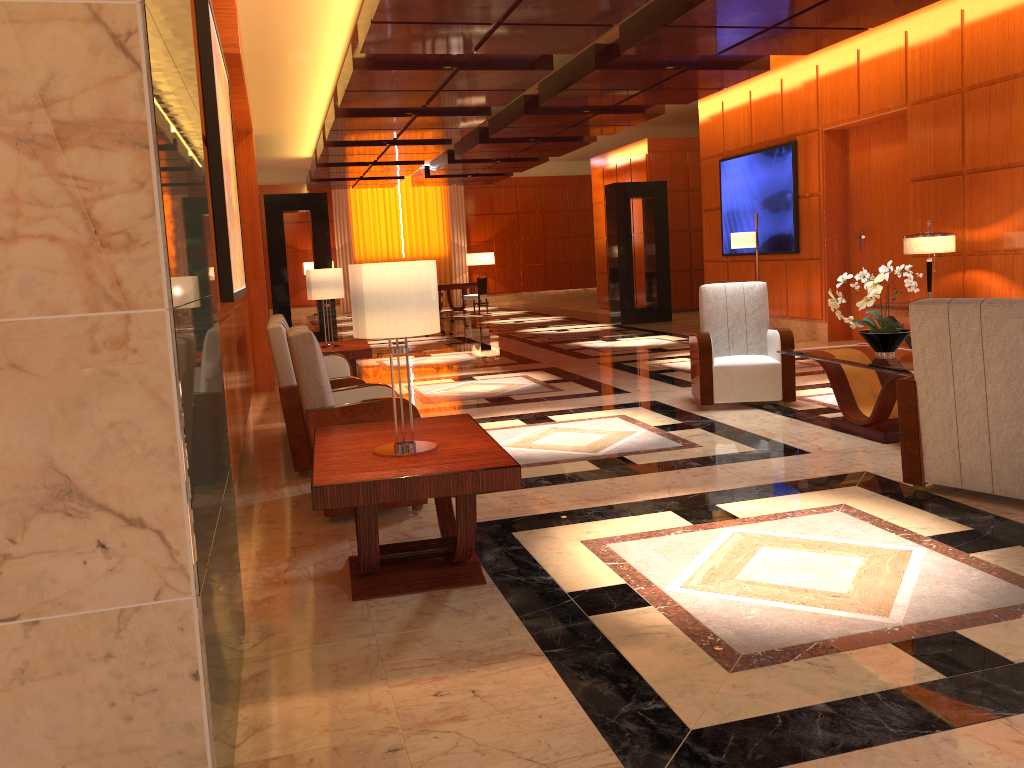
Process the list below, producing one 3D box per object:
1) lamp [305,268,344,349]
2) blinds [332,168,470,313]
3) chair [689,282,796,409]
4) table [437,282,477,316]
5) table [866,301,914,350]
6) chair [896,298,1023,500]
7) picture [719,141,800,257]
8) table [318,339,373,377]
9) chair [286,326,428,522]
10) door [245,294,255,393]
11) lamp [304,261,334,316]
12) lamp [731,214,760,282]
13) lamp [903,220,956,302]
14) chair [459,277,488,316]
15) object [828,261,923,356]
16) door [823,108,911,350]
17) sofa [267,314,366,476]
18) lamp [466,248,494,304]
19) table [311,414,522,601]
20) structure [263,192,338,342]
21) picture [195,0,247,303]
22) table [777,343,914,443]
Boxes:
[{"bbox_3d":[3.484,-0.497,4.682,13.003,0.732,0.336,2,8,35],"label":"lamp"},{"bbox_3d":[-3.229,-4.239,25.976,3.856,4.048,0.149,-5,6,-15],"label":"blinds"},{"bbox_3d":[1.837,-0.332,7.157,0.737,0.957,0.631,-3,6,4],"label":"chair"},{"bbox_3d":[-1.652,-2.096,21.919,2.114,0.738,0.784,-10,10,-43],"label":"table"},{"bbox_3d":[4.129,-0.466,8.531,0.726,0.604,1.275,-5,8,-14],"label":"table"},{"bbox_3d":[2.315,0.053,4.211,0.630,0.957,0.739,-8,8,-35],"label":"chair"},{"bbox_3d":[3.445,-2.545,12.487,0.056,1.446,2.004,-5,7,-14],"label":"picture"},{"bbox_3d":[-1.715,-0.095,8.463,0.725,0.532,1.172,-5,8,-11],"label":"table"},{"bbox_3d":[-0.843,0.156,4.733,0.629,0.957,0.740,-5,7,-16],"label":"chair"},{"bbox_3d":[-2.784,-1.113,8.564,0.341,2.640,1.505,-5,6,-14],"label":"door"},{"bbox_3d":[-5.380,-2.748,24.868,0.810,1.654,0.814,0,7,25],"label":"lamp"},{"bbox_3d":[3.007,-1.288,11.064,0.527,1.654,0.361,-6,6,-24],"label":"lamp"},{"bbox_3d":[4.006,-1.176,8.508,0.459,0.790,0.460,2,8,37],"label":"lamp"},{"bbox_3d":[-0.864,-2.112,21.272,0.576,0.890,0.587,0,7,28],"label":"chair"},{"bbox_3d":[2.445,-0.502,5.873,0.790,0.615,0.418,-9,8,-37],"label":"object"},{"bbox_3d":[4.296,-1.769,10.424,0.341,2.640,1.543,-5,6,-14],"label":"door"},{"bbox_3d":[-1.368,-0.015,6.262,0.613,0.928,1.805,-5,8,-14],"label":"sofa"},{"bbox_3d":[-0.899,-3.162,26.034,0.810,1.654,0.814,0,7,25],"label":"lamp"},{"bbox_3d":[-0.427,0.507,3.639,0.725,0.532,1.172,-5,8,-11],"label":"table"},{"bbox_3d":[-3.433,-1.819,14.429,0.986,2.488,0.502,-5,6,-15],"label":"structure"},{"bbox_3d":[-1.626,-1.219,5.034,0.056,1.446,2.004,-5,7,-14],"label":"picture"},{"bbox_3d":[2.452,0.068,5.800,0.723,0.494,1.566,-5,8,-11],"label":"table"}]
